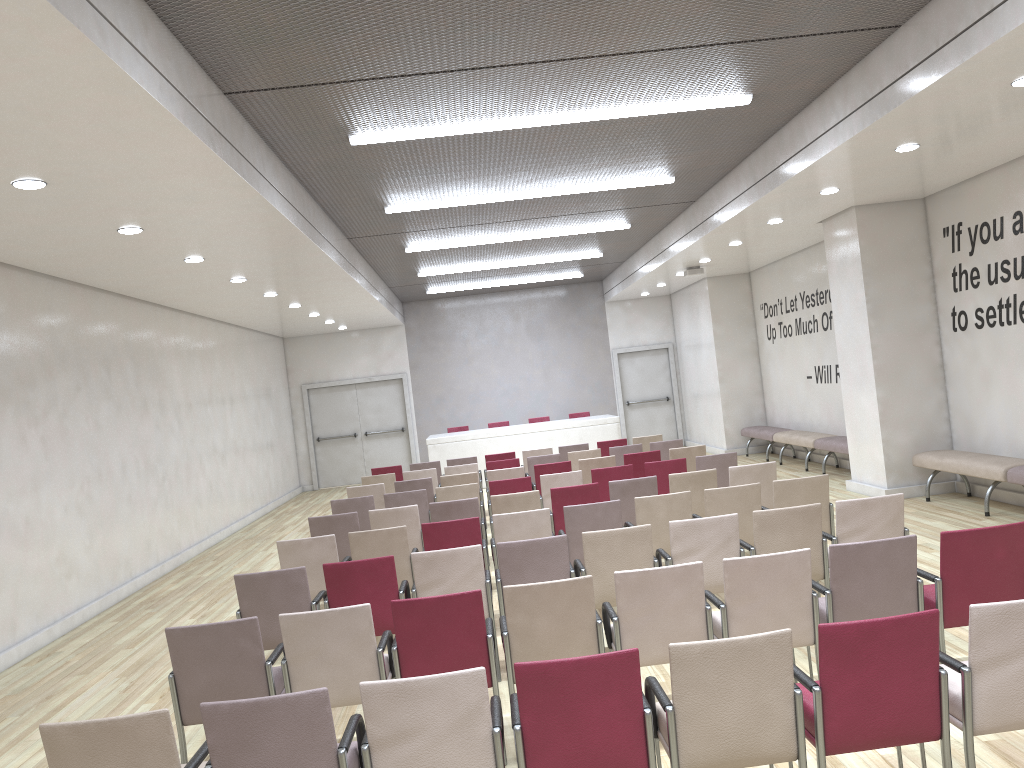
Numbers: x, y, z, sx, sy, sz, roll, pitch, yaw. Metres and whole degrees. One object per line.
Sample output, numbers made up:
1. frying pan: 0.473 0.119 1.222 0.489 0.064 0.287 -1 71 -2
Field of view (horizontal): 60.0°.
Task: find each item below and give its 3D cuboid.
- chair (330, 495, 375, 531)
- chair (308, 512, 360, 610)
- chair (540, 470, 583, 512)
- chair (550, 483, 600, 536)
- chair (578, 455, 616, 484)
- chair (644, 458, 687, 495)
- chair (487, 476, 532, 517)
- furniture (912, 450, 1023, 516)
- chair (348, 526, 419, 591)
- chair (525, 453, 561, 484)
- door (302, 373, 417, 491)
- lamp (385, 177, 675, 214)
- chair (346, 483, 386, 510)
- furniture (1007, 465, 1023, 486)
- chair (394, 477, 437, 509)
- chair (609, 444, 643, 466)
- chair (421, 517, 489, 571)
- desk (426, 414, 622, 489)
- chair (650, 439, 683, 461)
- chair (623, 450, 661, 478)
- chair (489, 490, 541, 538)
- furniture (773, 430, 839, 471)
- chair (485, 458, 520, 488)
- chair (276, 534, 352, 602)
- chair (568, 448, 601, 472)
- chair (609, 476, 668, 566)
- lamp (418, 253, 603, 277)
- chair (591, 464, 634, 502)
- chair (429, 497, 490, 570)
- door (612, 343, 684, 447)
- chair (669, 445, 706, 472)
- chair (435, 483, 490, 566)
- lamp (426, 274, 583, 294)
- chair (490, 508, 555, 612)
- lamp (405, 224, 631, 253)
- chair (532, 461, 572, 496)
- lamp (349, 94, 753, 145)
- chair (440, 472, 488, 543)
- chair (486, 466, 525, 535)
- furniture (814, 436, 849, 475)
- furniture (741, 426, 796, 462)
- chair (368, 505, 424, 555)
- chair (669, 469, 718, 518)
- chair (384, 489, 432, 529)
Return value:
1. chair: -1.630 1.626 9.504 0.513 0.890 0.640 -7 0 -3
2. chair: -1.574 1.619 8.277 0.513 0.890 0.640 -7 0 -2
3. chair: 0.550 1.375 9.592 0.513 0.890 0.640 -7 0 -3
4. chair: 0.604 1.368 8.372 0.513 0.890 0.640 -7 0 -3
5. chair: 1.045 1.319 10.846 0.513 0.890 0.640 -7 0 -3
6. chair: 1.655 1.248 9.639 0.513 0.890 0.640 -7 0 -2
7. chair: 0.013 1.437 9.577 0.513 0.890 0.640 -7 0 -3
8. furniture: 4.981 1.033 9.532 0.530 0.550 1.833 -7 0 -2
9. chair: -0.991 1.551 7.061 0.513 0.890 0.640 -7 0 -2
10. chair: 0.458 1.388 12.044 0.513 0.890 0.640 -7 0 -2
11. door: -3.445 1.083 20.183 2.373 2.400 0.200 -7 0 -2
12. lamp: 0.210 -2.142 10.098 3.304 0.045 0.198 -7 0 -2
13. chair: -1.685 1.634 10.720 0.513 0.890 0.640 -7 0 -2
14. furniture: 5.058 1.023 7.675 0.530 0.550 1.833 -7 0 -2
15. chair: -1.133 1.570 10.745 0.513 0.890 0.640 -7 0 -3
16. chair: 1.551 1.262 12.087 0.513 0.890 0.640 -7 0 -2
17. chair: -0.437 1.487 7.082 0.513 0.890 0.640 -7 0 -3
18. desk: 0.238 1.340 17.284 3.652 1.042 1.456 -7 0 -2
19. chair: 2.096 1.199 12.108 0.513 0.890 0.640 -7 0 -2
20. chair: 1.587 1.256 10.869 0.513 0.890 0.640 -7 0 -3
21. chair: 0.065 1.430 8.329 0.513 0.890 0.640 -7 0 -2
22. furniture: 4.780 1.060 14.395 0.530 0.550 1.833 -7 0 -2
23. chair: -0.086 1.450 12.036 0.513 0.890 0.640 -7 0 -2
24. chair: -1.530 1.613 7.040 0.513 0.890 0.640 -7 0 -2
25. chair: 0.995 1.326 12.078 0.513 0.890 0.640 -7 0 -3
26. chair: 1.141 1.306 8.388 0.513 0.890 0.640 -7 0 -2
27. lamp: -0.026 -2.110 15.782 3.304 0.045 0.198 -7 0 -2
28. chair: 1.091 1.313 9.606 0.513 0.890 0.640 -7 0 -2
29. chair: -0.486 1.493 8.309 0.513 0.890 0.640 -7 0 -2
30. door: 3.130 0.326 20.459 1.400 2.400 0.200 -7 0 -2
31. chair: 2.132 1.194 10.890 0.513 0.890 0.640 -7 0 -3
32. chair: -0.540 1.501 9.544 0.513 0.890 0.640 -7 0 -2
33. lamp: -0.144 -2.094 18.632 3.304 0.045 0.198 -7 0 -2
34. chair: 0.104 1.424 7.117 0.513 0.890 0.640 -7 0 -3
35. lamp: 0.090 -2.126 12.978 3.304 0.045 0.198 -7 0 -2
36. chair: 0.513 1.380 10.813 0.513 0.890 0.640 -7 0 -3
37. lamp: 0.326 -2.158 7.280 3.304 0.045 0.198 -7 0 -2
38. chair: -0.596 1.508 10.779 0.513 0.890 0.640 -7 0 -3
39. chair: -0.039 1.444 10.791 0.513 0.890 0.640 -7 0 -2
40. furniture: 4.856 1.050 12.542 0.530 0.550 1.833 -7 0 -2
41. furniture: 4.703 1.071 16.252 0.530 0.550 1.833 -7 0 -2
42. chair: -1.032 1.556 8.284 0.513 0.890 0.640 -7 0 -2
43. chair: 1.689 1.243 8.403 0.513 0.890 0.640 -7 0 -3
44. chair: -1.079 1.563 9.521 0.513 0.890 0.640 -7 0 -3
